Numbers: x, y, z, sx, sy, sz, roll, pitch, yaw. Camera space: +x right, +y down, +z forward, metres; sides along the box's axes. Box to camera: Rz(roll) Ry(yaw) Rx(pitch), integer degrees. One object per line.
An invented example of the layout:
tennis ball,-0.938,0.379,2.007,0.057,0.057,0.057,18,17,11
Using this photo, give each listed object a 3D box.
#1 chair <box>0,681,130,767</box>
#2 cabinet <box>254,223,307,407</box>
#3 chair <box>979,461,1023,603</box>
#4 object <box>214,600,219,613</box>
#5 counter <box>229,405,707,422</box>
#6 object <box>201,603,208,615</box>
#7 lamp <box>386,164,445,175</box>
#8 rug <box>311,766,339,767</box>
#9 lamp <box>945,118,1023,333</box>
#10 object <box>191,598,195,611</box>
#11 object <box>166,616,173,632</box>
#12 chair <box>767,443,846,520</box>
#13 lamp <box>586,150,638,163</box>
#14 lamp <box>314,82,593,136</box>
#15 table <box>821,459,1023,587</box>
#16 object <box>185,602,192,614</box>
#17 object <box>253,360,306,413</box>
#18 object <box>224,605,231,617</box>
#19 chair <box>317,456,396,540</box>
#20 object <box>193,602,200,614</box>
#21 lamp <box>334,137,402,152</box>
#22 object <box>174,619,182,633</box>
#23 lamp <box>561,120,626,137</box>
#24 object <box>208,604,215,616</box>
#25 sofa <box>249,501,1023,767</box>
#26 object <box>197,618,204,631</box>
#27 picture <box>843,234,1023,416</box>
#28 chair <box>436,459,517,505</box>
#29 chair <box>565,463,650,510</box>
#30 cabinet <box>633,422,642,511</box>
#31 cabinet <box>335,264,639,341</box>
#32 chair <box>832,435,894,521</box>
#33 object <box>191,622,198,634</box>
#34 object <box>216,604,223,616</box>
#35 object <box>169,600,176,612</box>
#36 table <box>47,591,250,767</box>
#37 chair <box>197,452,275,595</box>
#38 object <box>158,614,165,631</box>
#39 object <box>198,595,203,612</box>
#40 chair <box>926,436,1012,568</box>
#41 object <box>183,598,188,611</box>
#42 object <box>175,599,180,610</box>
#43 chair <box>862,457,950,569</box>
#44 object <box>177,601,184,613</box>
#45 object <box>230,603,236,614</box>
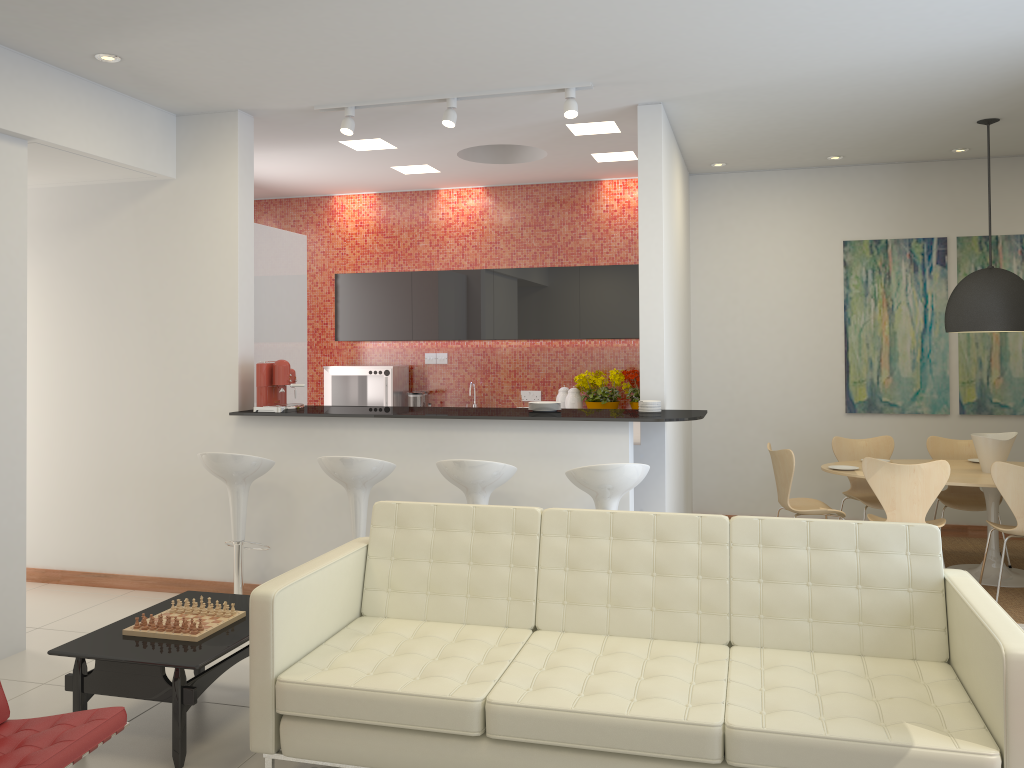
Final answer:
chair,-1.711,1.108,2.741,0.706,0.817,0.700,0,0,10
cabinet,-2.554,0.099,6.738,1.637,2.526,1.057,0,-1,15
chair,3.252,0.921,5.553,0.521,0.908,0.515,0,0,15
object,-1.320,0.994,3.963,0.030,0.055,0.030,0,0,23
counter,-0.289,0.183,5.643,2.964,0.019,0.736,0,2,15
object,-1.369,0.999,3.935,0.030,0.050,0.030,0,0,23
lamp,-0.850,-1.913,7.830,0.408,0.034,0.409,0,2,15
rug,0.008,1.523,2.209,3.327,0.004,2.444,0,2,17
lamp,3.369,-1.114,6.239,0.594,1.495,0.594,-1,-1,17
object,-1.436,0.994,3.995,0.030,0.055,0.030,0,0,23
object,-1.433,1.001,3.704,0.030,0.064,0.030,-1,0,23
chair,2.112,0.896,6.346,0.516,0.908,0.521,0,0,-1
lamp,0.855,-1.905,7.362,0.408,0.034,0.409,0,2,15
lamp,-0.401,-1.707,5.544,1.821,0.199,0.112,0,0,15
table,3.370,0.980,6.217,2.261,0.730,1.280,0,2,16
object,-1.446,0.998,3.956,0.030,0.050,0.030,0,0,23
object,-1.465,0.007,5.790,0.320,0.337,0.321,0,1,16
object,-1.253,0.999,3.903,0.030,0.050,0.030,0,0,23
chair,-0.896,0.905,5.162,0.457,1.022,0.464,-1,-1,26
object,-1.408,0.998,3.946,0.030,0.050,0.030,0,0,23
lamp,-1.114,-1.871,6.869,0.408,0.034,0.409,0,2,15
object,-1.394,1.006,3.693,0.030,0.055,0.030,0,0,23
lamp,0.592,-1.864,6.401,0.408,0.034,0.409,0,2,15
object,-1.330,0.999,3.925,0.030,0.050,0.030,0,0,23
sofa,0.408,1.012,3.326,2.564,0.923,1.001,0,1,15
object,-1.306,1.007,3.711,0.030,0.050,0.030,0,0,23
picture,3.734,-0.495,7.496,1.738,1.508,0.020,0,-1,15
chair,-0.190,0.908,4.969,0.457,1.022,0.464,-1,-1,26
chair,0.517,0.911,4.778,0.457,1.022,0.464,0,0,1
cabinet,-0.438,0.830,7.346,3.334,0.985,2.495,0,2,15
cabinet,-0.123,-0.748,8.385,3.242,0.660,0.352,0,0,15
chair,2.785,0.873,6.804,0.521,0.908,0.515,0,0,-5
object,-1.317,1.012,3.672,0.030,0.044,0.030,0,0,23
object,-1.292,0.999,3.914,0.030,0.050,0.030,0,0,23
object,-1.523,0.998,3.977,0.030,0.050,0.030,0,0,23
table,-1.398,1.257,3.872,0.700,0.422,0.917,0,2,15
chair,-1.661,0.901,5.372,0.457,1.022,0.464,-1,-1,26
object,-1.471,0.998,3.714,0.030,0.069,0.030,-1,-1,23
object,-1.397,0.987,3.984,0.030,0.069,0.030,-1,-1,23
chair,3.448,0.872,6.718,0.521,0.908,0.515,0,0,20
object,-1.474,0.995,4.005,0.030,0.052,0.030,0,0,8
object,-1.513,0.999,4.016,0.030,0.044,0.030,0,0,23
chair,2.568,0.917,5.770,0.521,0.908,0.515,0,0,23
object,-1.485,0.998,3.967,0.030,0.050,0.030,0,0,23
object,-1.243,1.000,3.942,0.030,0.044,0.030,0,0,23
